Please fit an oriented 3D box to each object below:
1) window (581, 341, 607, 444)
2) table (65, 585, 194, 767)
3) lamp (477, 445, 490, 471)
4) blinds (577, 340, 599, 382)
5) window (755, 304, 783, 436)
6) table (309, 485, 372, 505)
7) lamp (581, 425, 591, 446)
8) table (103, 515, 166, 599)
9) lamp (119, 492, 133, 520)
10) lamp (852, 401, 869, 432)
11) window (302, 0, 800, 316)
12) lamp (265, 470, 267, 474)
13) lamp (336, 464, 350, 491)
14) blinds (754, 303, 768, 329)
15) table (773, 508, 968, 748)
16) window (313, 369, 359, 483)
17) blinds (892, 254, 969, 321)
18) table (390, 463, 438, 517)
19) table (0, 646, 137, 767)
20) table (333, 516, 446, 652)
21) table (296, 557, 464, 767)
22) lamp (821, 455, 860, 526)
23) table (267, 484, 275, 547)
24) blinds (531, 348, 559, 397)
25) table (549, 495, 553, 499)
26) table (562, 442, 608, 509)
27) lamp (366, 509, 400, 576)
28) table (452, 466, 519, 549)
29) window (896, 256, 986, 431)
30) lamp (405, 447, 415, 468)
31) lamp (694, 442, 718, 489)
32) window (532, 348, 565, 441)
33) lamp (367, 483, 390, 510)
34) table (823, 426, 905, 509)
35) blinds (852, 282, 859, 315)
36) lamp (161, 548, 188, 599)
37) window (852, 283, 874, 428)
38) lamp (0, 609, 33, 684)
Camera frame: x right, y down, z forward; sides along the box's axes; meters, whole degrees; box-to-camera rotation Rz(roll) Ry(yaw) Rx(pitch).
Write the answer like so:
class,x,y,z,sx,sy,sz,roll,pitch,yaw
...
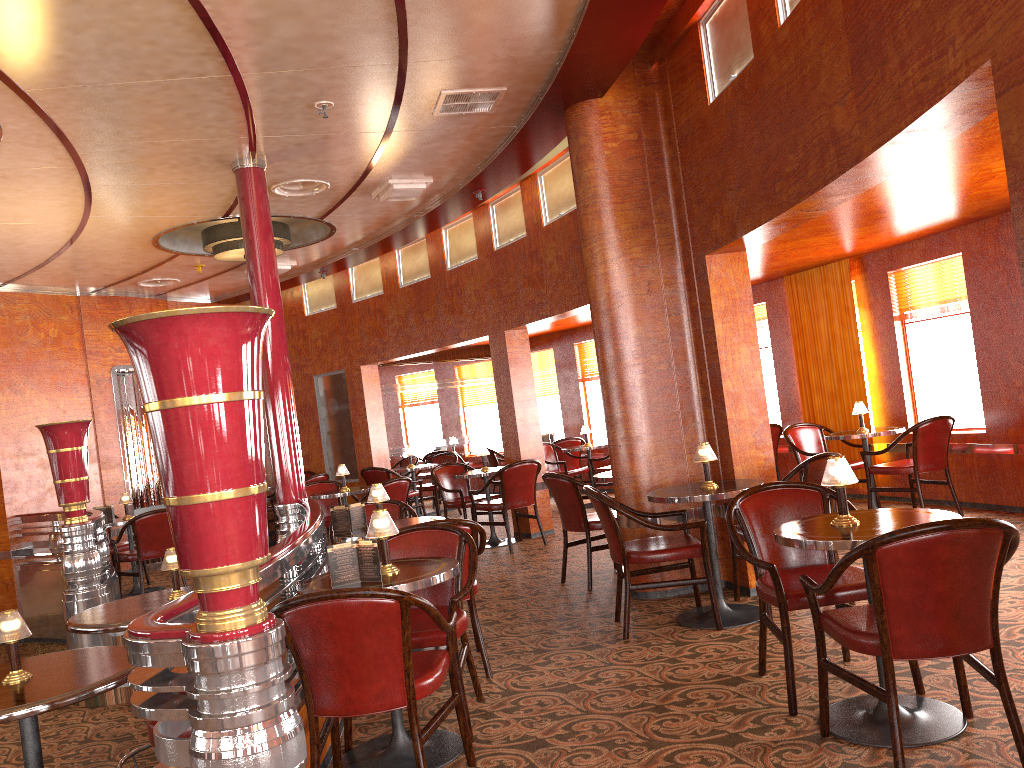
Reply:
class,x,y,z,sx,sy,sz,roll,pitch,yaw
window,1.274,0.106,11.834,0.040,1.420,0.821,-7,-1,-39
table,-1.719,1.576,4.464,0.849,0.960,0.850,-7,-1,-5
lamp,-0.277,0.722,8.678,0.130,0.250,0.130,-7,-1,-19
blinds,1.182,-0.327,11.811,0.057,0.539,0.804,-7,-1,-39
window,2.651,-0.127,9.739,0.040,1.420,0.821,-7,-1,-28
table,-1.563,1.375,8.465,0.640,0.720,0.639,-8,-1,44
lamp,0.892,0.619,10.657,0.130,0.250,0.130,-7,-1,-28
table,-3.618,1.644,8.463,0.640,0.720,0.639,-8,-1,44
lamp,-3.684,1.164,8.470,0.130,0.250,0.130,-8,-1,44
lamp,2.921,0.271,7.425,0.130,0.250,0.130,-8,-1,6
window,-0.080,-1.616,6.381,1.955,0.480,11.956,-7,-1,-18
lamp,-3.084,1.148,10.956,0.130,0.250,0.130,-7,-1,-28
lamp,-1.610,0.891,8.451,0.130,0.250,0.130,-7,-1,-28
blinds,2.536,-0.699,9.725,0.057,0.258,0.804,-7,-1,-28
table,1.328,0.863,3.220,0.639,0.720,0.640,-7,-1,-23
window,-2.186,0.555,11.566,0.807,1.440,0.257,-8,-1,40
blinds,3.507,-0.793,7.413,0.057,0.439,0.804,-7,-1,-17
table,-1.196,1.392,11.040,0.640,0.720,0.639,-8,-1,44
table,-1.705,1.543,3.200,0.850,0.960,0.849,-8,-1,17
table,-0.650,1.169,5.048,0.639,0.720,0.640,-7,-1,-14
table,-0.481,1.107,3.503,0.639,0.720,0.640,-7,-1,-32
lamp,1.211,0.391,3.267,0.130,0.250,0.130,-8,-1,44
table,-3.047,1.632,10.951,0.640,0.720,0.639,-8,-1,44
blinds,0.364,-0.134,12.746,0.050,0.661,0.804,-7,-1,-44
table,0.368,1.217,12.253,0.639,0.720,0.640,-7,-1,-5
table,0.960,1.099,10.653,0.640,0.720,0.639,-8,-1,26
lamp,-0.507,0.622,3.504,0.130,0.250,0.130,-8,-1,26
table,-0.218,1.203,8.664,0.640,0.720,0.639,-8,-1,44
window,3.613,-0.312,7.421,0.040,1.420,0.820,-7,-1,-17
lamp,-1.273,0.913,11.065,0.130,0.250,0.130,-7,-1,-28
lamp,1.081,0.450,4.931,0.130,0.250,0.130,-7,-1,-28
window,0.434,0.240,12.762,0.150,1.436,0.839,-7,-1,-44
lamp,-0.759,0.694,5.066,0.130,0.250,0.130,-7,-1,-28
table,2.989,0.752,7.419,0.640,0.720,0.639,-8,-1,20
blinds,3.073,-0.770,8.592,0.057,0.312,0.804,-7,-1,-23
lamp,-1.737,0.971,4.569,0.130,0.250,0.130,-8,-1,26
window,3.186,-0.226,8.603,0.040,1.420,0.821,-7,-1,-23
lamp,-1.809,0.946,3.213,0.130,0.250,0.130,-8,-1,35
